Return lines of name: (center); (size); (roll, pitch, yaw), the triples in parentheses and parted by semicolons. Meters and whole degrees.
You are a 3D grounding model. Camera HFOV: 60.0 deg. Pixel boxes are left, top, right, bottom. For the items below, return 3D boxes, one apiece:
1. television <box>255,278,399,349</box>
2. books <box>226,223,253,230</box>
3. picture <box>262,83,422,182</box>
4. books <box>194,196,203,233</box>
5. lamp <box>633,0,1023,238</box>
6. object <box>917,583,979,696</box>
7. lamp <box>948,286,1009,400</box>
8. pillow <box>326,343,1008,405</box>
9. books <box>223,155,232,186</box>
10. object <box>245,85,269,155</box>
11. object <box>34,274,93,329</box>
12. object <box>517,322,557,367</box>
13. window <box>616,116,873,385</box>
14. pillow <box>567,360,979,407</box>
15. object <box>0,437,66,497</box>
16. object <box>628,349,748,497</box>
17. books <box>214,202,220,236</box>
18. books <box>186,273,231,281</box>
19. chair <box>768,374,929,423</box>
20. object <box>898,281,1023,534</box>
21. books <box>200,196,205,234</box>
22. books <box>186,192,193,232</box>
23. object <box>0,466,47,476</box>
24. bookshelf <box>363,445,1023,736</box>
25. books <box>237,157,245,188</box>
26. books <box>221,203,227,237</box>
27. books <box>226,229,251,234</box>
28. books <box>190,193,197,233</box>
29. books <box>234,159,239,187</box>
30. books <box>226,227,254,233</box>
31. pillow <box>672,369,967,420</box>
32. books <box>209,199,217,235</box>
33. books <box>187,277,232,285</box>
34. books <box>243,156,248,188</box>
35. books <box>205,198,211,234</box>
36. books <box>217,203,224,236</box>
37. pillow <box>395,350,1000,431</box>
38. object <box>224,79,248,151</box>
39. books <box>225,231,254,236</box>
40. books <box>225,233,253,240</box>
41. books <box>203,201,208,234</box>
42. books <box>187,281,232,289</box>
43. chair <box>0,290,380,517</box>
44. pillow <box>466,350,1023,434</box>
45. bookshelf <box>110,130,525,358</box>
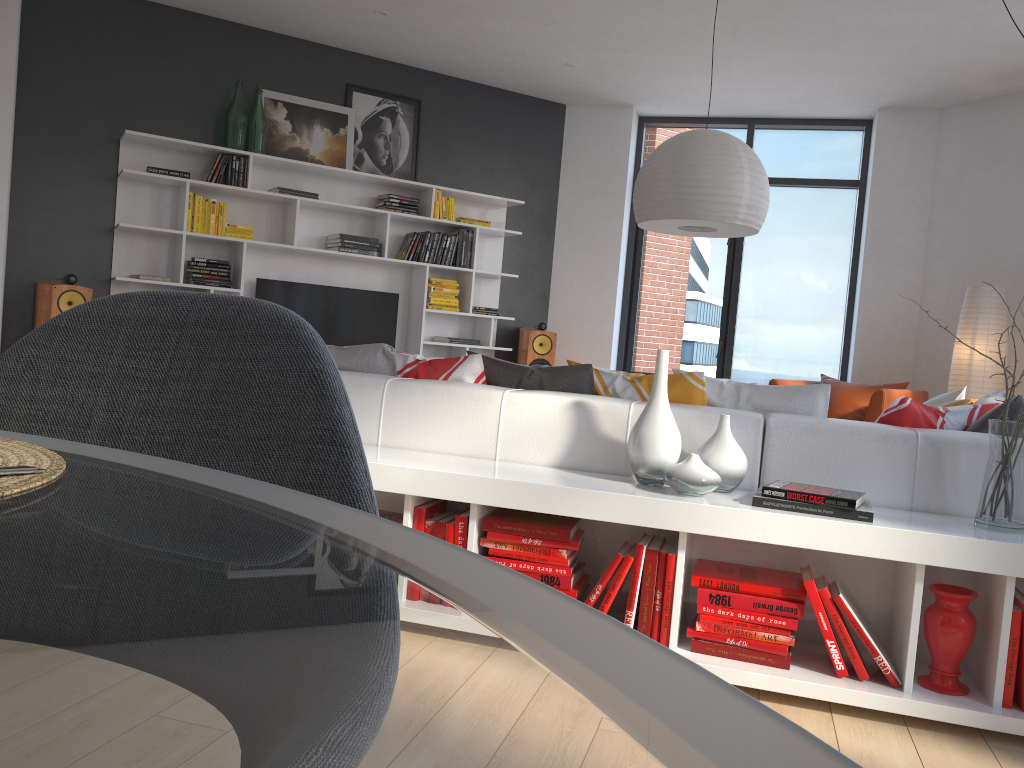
television: (-1.396, -0.385, 6.682); (1.102, 0.704, 0.207); (3, 3, -30)
books: (-1.942, -1.106, 6.265); (0.186, 0.026, 0.138); (3, 3, -30)
picture: (-1.289, -1.933, 6.714); (1.279, 0.707, 0.076); (3, 3, -30)
books: (-2.185, -1.159, 6.125); (0.044, 0.255, 0.198); (3, 3, -30)
lamp: (1.670, -0.442, 3.007); (0.710, 2.647, 3.199); (3, 3, -39)
object: (1.136, 0.662, 2.310); (0.125, 0.258, 0.125); (5, 2, -7)
lamp: (3.249, 0.119, 5.938); (0.502, 1.550, 0.804); (4, 3, -24)
pillow: (0.525, 0.125, 3.533); (2.953, 0.453, 0.647); (5, 2, 3)
books: (-1.987, -1.478, 6.192); (0.021, 0.221, 0.156); (3, 3, -30)
object: (-1.811, -1.864, 6.307); (0.157, 0.507, 0.157); (4, 3, -16)
object: (-2.936, -0.166, 5.721); (0.290, 1.088, 0.434); (2, 3, -45)
object: (0.164, 0.023, 7.484); (0.290, 1.088, 0.434); (4, 3, -15)
window: (1.985, -1.097, 7.758); (1.960, 2.402, 0.170); (6, 3, 15)
pillow: (1.180, 0.199, 3.574); (2.095, 0.440, 0.630); (4, 3, -28)
object: (-0.428, 0.039, 0.452); (0.360, 0.002, 0.360); (3, 3, -33)
object: (0.503, 0.106, 2.565); (0.316, 0.398, 0.319); (7, 3, 39)
books: (-2.076, -1.145, 6.187); (0.023, 0.239, 0.169); (3, 3, -30)
books: (-2.123, -0.744, 6.199); (0.266, 0.030, 0.209); (3, 3, -31)
chair: (2.437, 0.373, 6.457); (0.843, 0.858, 0.896); (3, 3, -43)
object: (1.320, 0.014, 2.256); (0.607, 0.744, 0.406); (3, 3, -35)
books: (-2.159, -1.160, 6.142); (0.015, 0.263, 0.199); (3, 3, -30)
books: (-2.231, -1.169, 6.082); (0.029, 0.270, 0.204); (3, 3, -30)
object: (-0.437, 0.030, 0.454); (0.309, 0.015, 0.206); (6, 3, 20)
bookshelf: (0.481, 0.556, 2.519); (2.600, 0.500, 0.356); (6, 3, 15)
books: (-1.920, -1.473, 6.232); (0.038, 0.218, 0.169); (3, 3, -30)
books: (-2.032, -1.139, 6.212); (0.024, 0.234, 0.172); (3, 3, -30)
books: (-1.933, -1.068, 6.241); (0.169, 0.018, 0.113); (4, 3, -28)
books: (-2.212, -1.168, 6.103); (0.025, 0.270, 0.213); (3, 3, -30)
books: (-1.945, -1.467, 6.217); (0.021, 0.200, 0.147); (3, 3, -30)
books: (-1.934, -1.085, 6.256); (0.187, 0.014, 0.134); (3, 3, -30)
pillow: (1.438, 0.195, 3.762); (0.580, 0.456, 2.156); (7, 3, 41)
books: (-2.100, -1.152, 6.171); (0.035, 0.250, 0.185); (3, 3, -30)
books: (-2.110, -0.715, 6.187); (0.270, 0.025, 0.189); (3, 3, -31)
books: (-1.892, -1.478, 6.239); (0.019, 0.230, 0.174); (3, 3, -30)
books: (-2.124, -1.154, 6.159); (0.019, 0.251, 0.180); (3, 3, -30)
books: (-2.053, -1.141, 6.196); (0.024, 0.234, 0.172); (3, 3, -30)
pillow: (0.527, 0.171, 3.189); (2.250, 0.449, 0.575); (5, 2, 13)
object: (-1.918, -1.868, 6.180); (0.157, 0.507, 0.157); (4, 3, -16)
books: (-1.939, -1.056, 6.261); (0.196, 0.011, 0.148); (3, 3, -30)
books: (-1.940, -1.033, 6.258); (0.190, 0.033, 0.147); (3, 3, -30)
books: (-2.134, -1.140, 6.133); (0.024, 0.229, 0.156); (3, 3, -30)
books: (-2.112, -0.690, 6.186); (0.263, 0.026, 0.189); (3, 3, -31)
chair: (-0.420, 0.364, 0.543); (0.655, 0.891, 0.619); (6, 3, 22)
pillow: (0.845, 0.175, 3.110); (2.120, 0.436, 0.608); (5, 2, 11)
bookshelf: (-1.321, -0.549, 6.583); (3.000, 2.052, 0.455); (3, 3, -30)
